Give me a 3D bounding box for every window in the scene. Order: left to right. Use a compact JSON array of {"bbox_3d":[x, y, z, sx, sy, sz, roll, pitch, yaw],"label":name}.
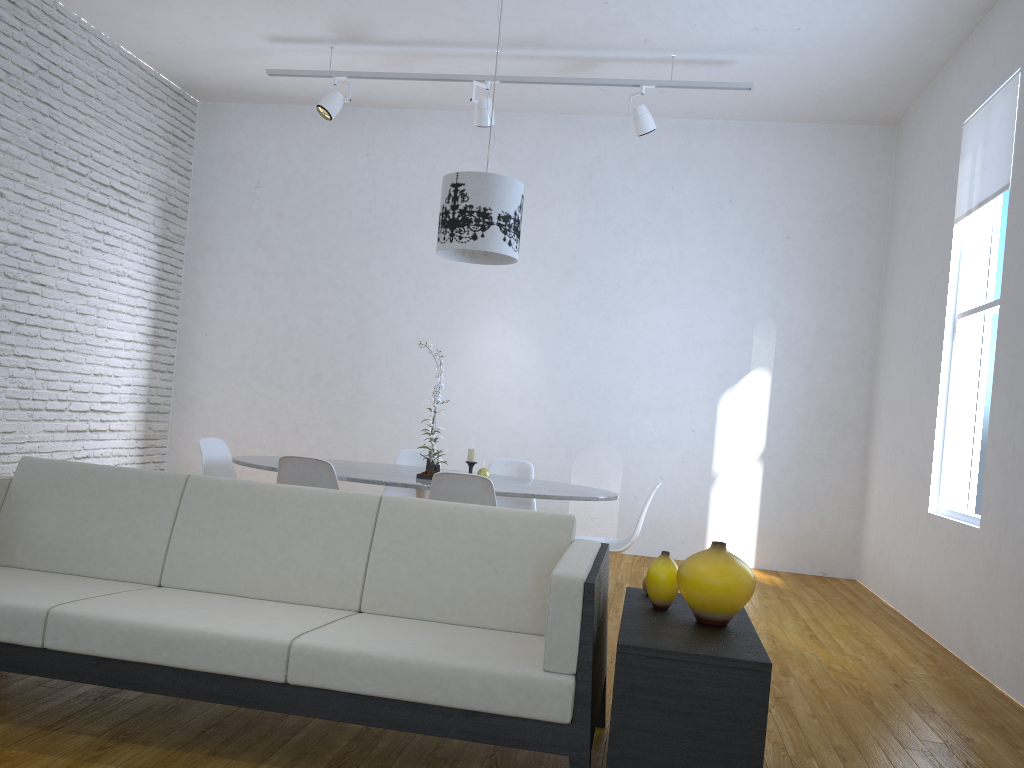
[{"bbox_3d":[2.379,-0.374,4.425,0.074,2.128,0.775,5,0,9],"label":"window"}]

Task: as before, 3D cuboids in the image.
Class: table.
[{"bbox_3d":[-0.462,0.751,4.308,1.909,0.622,1.071,5,-1,8],"label":"table"}]

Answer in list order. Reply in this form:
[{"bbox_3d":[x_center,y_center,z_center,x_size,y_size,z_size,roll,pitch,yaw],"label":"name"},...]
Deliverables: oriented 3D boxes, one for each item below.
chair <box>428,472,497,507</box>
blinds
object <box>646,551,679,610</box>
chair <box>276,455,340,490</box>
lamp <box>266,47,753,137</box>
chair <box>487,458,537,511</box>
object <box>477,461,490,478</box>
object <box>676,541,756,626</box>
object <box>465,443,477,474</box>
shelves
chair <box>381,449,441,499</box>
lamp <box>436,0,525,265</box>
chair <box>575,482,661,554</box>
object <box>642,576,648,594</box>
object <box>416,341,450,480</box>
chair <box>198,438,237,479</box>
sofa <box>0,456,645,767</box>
[{"bbox_3d":[-0.191,0.548,3.838,0.405,0.351,0.419,5,-1,8],"label":"chair"},{"bbox_3d":[2.369,-1.153,4.438,0.007,0.556,0.762,5,-1,9],"label":"blinds"},{"bbox_3d":[0.424,0.550,2.487,0.096,0.160,0.095,6,-1,-39],"label":"object"},{"bbox_3d":[-0.856,0.493,3.967,0.405,0.351,0.419,5,-1,13],"label":"chair"},{"bbox_3d":[-0.084,-1.854,5.611,3.116,0.486,0.205,5,0,7],"label":"lamp"},{"bbox_3d":[-0.052,0.593,4.855,0.405,0.351,0.419,5,-1,12],"label":"chair"},{"bbox_3d":[-0.137,0.421,4.307,0.062,0.091,0.063,6,-1,-33],"label":"object"},{"bbox_3d":[0.542,0.529,2.362,0.207,0.215,0.206,6,-1,-39],"label":"object"},{"bbox_3d":[-0.196,0.373,4.290,0.059,0.176,0.059,5,0,-6],"label":"object"},{"bbox_3d":[0.452,0.856,2.383,0.349,0.451,0.730,5,-1,9],"label":"shelves"},{"bbox_3d":[-0.575,0.549,4.952,0.405,0.351,0.419,5,-1,7],"label":"chair"},{"bbox_3d":[-0.101,-1.380,4.299,0.399,1.538,0.399,5,0,-24],"label":"lamp"},{"bbox_3d":[0.475,0.618,4.166,0.419,0.351,0.406,5,-1,11],"label":"chair"},{"bbox_3d":[0.432,0.585,2.681,0.071,0.104,0.071,5,-1,36],"label":"object"},{"bbox_3d":[-0.343,0.129,4.130,0.166,0.638,0.202,5,0,37],"label":"object"},{"bbox_3d":[-1.355,0.464,4.461,0.419,0.351,0.406,5,-1,11],"label":"chair"},{"bbox_3d":[-0.919,0.615,1.900,5.334,0.679,9.732,5,-2,9],"label":"sofa"}]
